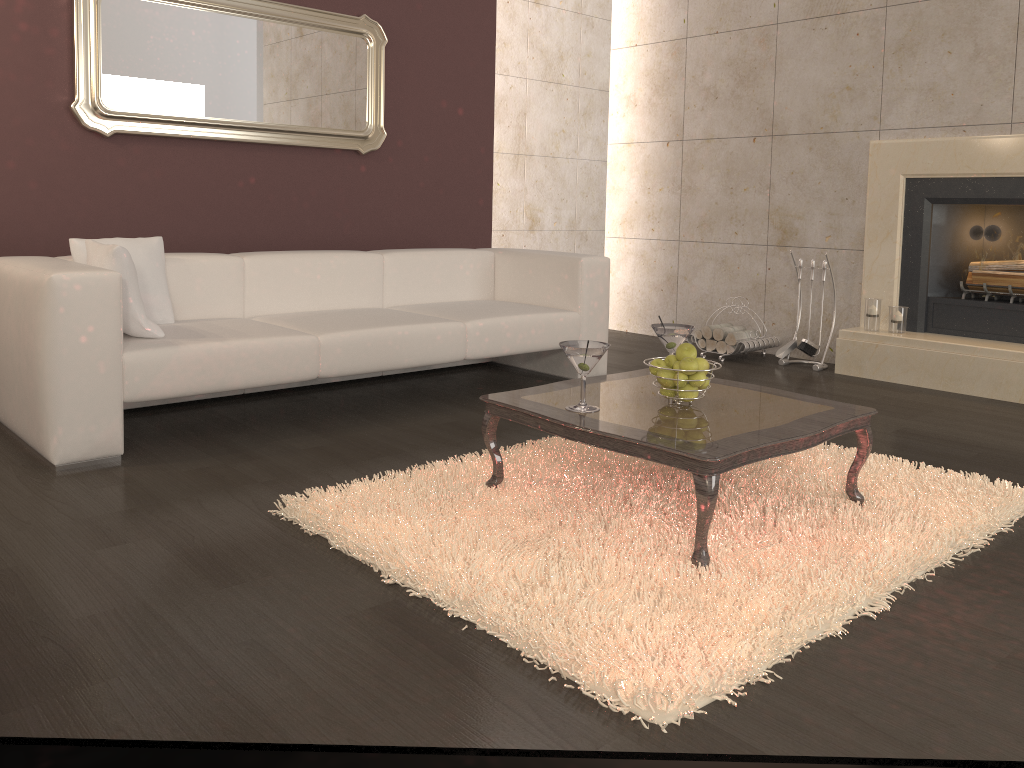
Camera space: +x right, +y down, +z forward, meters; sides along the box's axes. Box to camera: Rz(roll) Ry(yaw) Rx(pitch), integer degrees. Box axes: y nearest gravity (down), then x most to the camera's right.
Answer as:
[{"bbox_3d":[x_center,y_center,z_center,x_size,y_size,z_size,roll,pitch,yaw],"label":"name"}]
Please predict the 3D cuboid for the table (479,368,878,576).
[{"bbox_3d":[0.498,0.206,2.701,0.919,0.299,0.913,-9,15,-43],"label":"table"}]

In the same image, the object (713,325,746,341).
[{"bbox_3d":[1.362,-0.318,5.501,0.253,0.076,0.080,-8,12,-42],"label":"object"}]

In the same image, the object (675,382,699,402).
[{"bbox_3d":[0.525,0.021,2.641,0.069,0.063,0.068,2,8,3],"label":"object"}]

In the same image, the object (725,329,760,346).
[{"bbox_3d":[1.427,-0.288,5.438,0.263,0.078,0.081,-8,12,-42],"label":"object"}]

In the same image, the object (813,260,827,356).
[{"bbox_3d":[1.802,-0.444,5.151,0.027,0.559,0.106,5,6,40],"label":"object"}]

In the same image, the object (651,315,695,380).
[{"bbox_3d":[0.548,-0.116,3.017,0.152,0.214,0.153,4,7,23],"label":"object"}]

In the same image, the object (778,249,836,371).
[{"bbox_3d":[1.772,-0.448,5.234,0.217,0.690,0.265,-3,7,-42],"label":"object"}]

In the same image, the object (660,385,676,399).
[{"bbox_3d":[0.478,0.017,2.684,0.055,0.054,0.055,-4,9,-31],"label":"object"}]

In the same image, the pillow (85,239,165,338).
[{"bbox_3d":[-1.470,-0.358,3.303,0.186,0.354,0.379,-4,10,-43],"label":"pillow"}]

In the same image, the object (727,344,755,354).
[{"bbox_3d":[1.420,-0.222,5.433,0.245,0.058,0.062,-9,13,-42],"label":"object"}]

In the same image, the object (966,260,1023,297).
[{"bbox_3d":[2.715,-0.574,4.708,0.221,0.209,0.518,-6,12,-41],"label":"object"}]

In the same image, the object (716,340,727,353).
[{"bbox_3d":[1.379,-0.242,5.486,0.253,0.076,0.080,-8,12,-42],"label":"object"}]

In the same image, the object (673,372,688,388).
[{"bbox_3d":[0.499,-0.012,2.604,0.044,0.045,0.046,8,10,39],"label":"object"}]

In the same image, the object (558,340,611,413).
[{"bbox_3d":[0.209,-0.034,2.566,0.152,0.214,0.152,7,9,40],"label":"object"}]

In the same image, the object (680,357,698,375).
[{"bbox_3d":[0.522,-0.052,2.597,0.054,0.051,0.054,-6,11,-41],"label":"object"}]

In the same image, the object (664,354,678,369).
[{"bbox_3d":[0.491,-0.066,2.696,0.045,0.049,0.050,-3,9,-27],"label":"object"}]

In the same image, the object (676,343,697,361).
[{"bbox_3d":[0.527,-0.093,2.664,0.063,0.063,0.063,-6,11,-42],"label":"object"}]

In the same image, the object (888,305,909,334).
[{"bbox_3d":[2.157,-0.360,4.926,0.108,0.146,0.109,-4,9,-38],"label":"object"}]

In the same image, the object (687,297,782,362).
[{"bbox_3d":[1.405,-0.360,5.546,0.505,0.375,0.435,-7,12,-42],"label":"object"}]

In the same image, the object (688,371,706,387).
[{"bbox_3d":[0.549,-0.016,2.611,0.054,0.051,0.054,-5,10,-38],"label":"object"}]

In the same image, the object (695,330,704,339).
[{"bbox_3d":[1.262,-0.325,5.609,0.253,0.057,0.057,-9,13,-42],"label":"object"}]

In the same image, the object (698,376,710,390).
[{"bbox_3d":[0.575,-0.007,2.679,0.052,0.047,0.051,9,11,42],"label":"object"}]

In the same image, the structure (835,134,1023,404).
[{"bbox_3d":[2.592,-0.634,4.629,0.591,1.325,1.539,-4,10,-42],"label":"structure"}]

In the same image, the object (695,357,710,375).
[{"bbox_3d":[0.567,-0.050,2.656,0.057,0.060,0.063,4,8,17],"label":"object"}]

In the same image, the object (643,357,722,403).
[{"bbox_3d":[0.515,-0.004,2.671,0.234,0.117,0.237,2,10,3],"label":"object"}]

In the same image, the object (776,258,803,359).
[{"bbox_3d":[1.676,-0.455,5.285,0.125,0.596,0.117,1,5,-3],"label":"object"}]

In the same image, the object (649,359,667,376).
[{"bbox_3d":[0.444,-0.050,2.681,0.054,0.054,0.054,3,8,10],"label":"object"}]

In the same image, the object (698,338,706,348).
[{"bbox_3d":[1.281,-0.268,5.592,0.253,0.057,0.057,-9,13,-42],"label":"object"}]

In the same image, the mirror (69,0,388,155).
[{"bbox_3d":[-1.420,-1.688,4.733,1.793,0.814,0.047,-8,10,-42],"label":"mirror"}]

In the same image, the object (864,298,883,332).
[{"bbox_3d":[2.042,-0.393,4.987,0.098,0.181,0.099,1,6,1],"label":"object"}]

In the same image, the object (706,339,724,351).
[{"bbox_3d":[1.338,-0.256,5.553,0.277,0.073,0.083,-9,13,-42],"label":"object"}]

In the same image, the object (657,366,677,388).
[{"bbox_3d":[0.466,-0.021,2.639,0.066,0.065,0.067,3,8,15],"label":"object"}]

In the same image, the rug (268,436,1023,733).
[{"bbox_3d":[0.494,0.355,2.691,2.009,0.066,1.524,-9,15,-41],"label":"rug"}]

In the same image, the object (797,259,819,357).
[{"bbox_3d":[1.769,-0.449,5.228,0.136,0.581,0.070,0,5,-18],"label":"object"}]

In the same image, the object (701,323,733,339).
[{"bbox_3d":[1.303,-0.336,5.563,0.253,0.081,0.082,-8,12,-42],"label":"object"}]

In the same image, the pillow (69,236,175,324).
[{"bbox_3d":[-1.576,-0.414,3.568,0.378,0.357,0.170,-7,10,-44],"label":"pillow"}]

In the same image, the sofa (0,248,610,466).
[{"bbox_3d":[-0.792,-0.280,4.110,2.798,0.643,0.952,-9,13,-42],"label":"sofa"}]

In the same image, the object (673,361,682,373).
[{"bbox_3d":[0.506,-0.047,2.639,0.045,0.043,0.046,4,9,19],"label":"object"}]
